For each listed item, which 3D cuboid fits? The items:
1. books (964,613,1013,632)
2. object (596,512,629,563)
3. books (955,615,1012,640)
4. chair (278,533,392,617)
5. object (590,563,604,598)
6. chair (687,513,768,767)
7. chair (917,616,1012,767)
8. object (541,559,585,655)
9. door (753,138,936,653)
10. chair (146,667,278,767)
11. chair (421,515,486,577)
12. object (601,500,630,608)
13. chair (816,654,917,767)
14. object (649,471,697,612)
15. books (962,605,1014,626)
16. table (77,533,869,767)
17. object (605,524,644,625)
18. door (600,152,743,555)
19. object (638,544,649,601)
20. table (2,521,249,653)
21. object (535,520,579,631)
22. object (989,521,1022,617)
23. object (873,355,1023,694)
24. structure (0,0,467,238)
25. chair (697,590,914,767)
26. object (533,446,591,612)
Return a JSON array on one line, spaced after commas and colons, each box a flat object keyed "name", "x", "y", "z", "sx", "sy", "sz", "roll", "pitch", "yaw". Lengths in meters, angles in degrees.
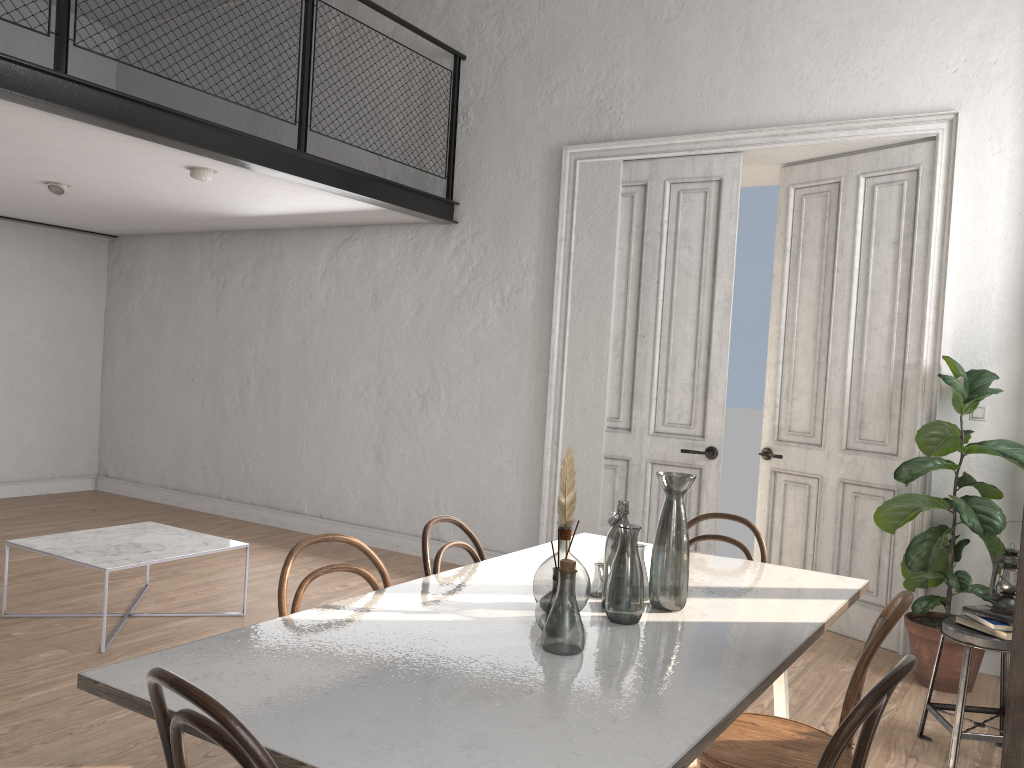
[{"name": "books", "x": 1.904, "y": 0.926, "z": 3.463, "sx": 0.162, "sy": 0.029, "sz": 0.232, "roll": 4, "pitch": 1, "yaw": 3}, {"name": "object", "x": 0.333, "y": 0.516, "z": 2.791, "sx": 0.132, "sy": 0.219, "sz": 0.132, "roll": 4, "pitch": 2, "yaw": 21}, {"name": "books", "x": 1.906, "y": 0.951, "z": 3.476, "sx": 0.194, "sy": 0.034, "sz": 0.246, "roll": 3, "pitch": 1, "yaw": -18}, {"name": "chair", "x": -0.376, "y": 0.911, "z": 2.426, "sx": 0.549, "sy": 0.921, "sz": 0.438, "roll": 5, "pitch": 2, "yaw": 43}, {"name": "object", "x": 0.258, "y": 0.578, "z": 2.615, "sx": 0.058, "sy": 0.094, "sz": 0.058, "roll": 3, "pitch": 2, "yaw": -30}, {"name": "chair", "x": 0.658, "y": 0.958, "z": 3.254, "sx": 0.437, "sy": 0.921, "sz": 0.549, "roll": 5, "pitch": 2, "yaw": 40}, {"name": "chair", "x": 1.870, "y": 1.224, "z": 3.515, "sx": 0.360, "sy": 0.523, "sz": 0.364, "roll": 4, "pitch": 1, "yaw": 5}, {"name": "object", "x": 0.126, "y": 0.520, "z": 2.087, "sx": 0.101, "sy": 0.212, "sz": 0.101, "roll": 3, "pitch": 2, "yaw": -19}, {"name": "door", "x": 1.928, "y": 0.045, "z": 5.233, "sx": 0.216, "sy": 2.815, "sz": 1.096, "roll": 2, "pitch": 2, "yaw": -34}, {"name": "chair", "x": -0.385, "y": 0.927, "z": 1.609, "sx": 0.437, "sy": 0.921, "sz": 0.549, "roll": 5, "pitch": 2, "yaw": 44}, {"name": "chair", "x": -0.038, "y": 0.923, "z": 2.905, "sx": 0.549, "sy": 0.921, "sz": 0.438, "roll": 4, "pitch": 2, "yaw": 27}, {"name": "object", "x": 0.304, "y": 0.478, "z": 2.495, "sx": 0.086, "sy": 0.301, "sz": 0.086, "roll": 4, "pitch": 2, "yaw": 17}, {"name": "chair", "x": 0.522, "y": 0.976, "z": 1.877, "sx": 0.549, "sy": 0.921, "sz": 0.438, "roll": 5, "pitch": 2, "yaw": 39}, {"name": "object", "x": 0.453, "y": 0.446, "z": 2.519, "sx": 0.116, "sy": 0.383, "sz": 0.116, "roll": 5, "pitch": 2, "yaw": 43}, {"name": "books", "x": 1.905, "y": 0.903, "z": 3.461, "sx": 0.147, "sy": 0.027, "sz": 0.221, "roll": 3, "pitch": 1, "yaw": -26}, {"name": "table", "x": 0.161, "y": 1.013, "z": 2.414, "sx": 1.100, "sy": 0.780, "sz": 2.200, "roll": 4, "pitch": 1, "yaw": 32}, {"name": "object", "x": 0.304, "y": 0.505, "z": 2.361, "sx": 0.100, "sy": 0.255, "sz": 0.098, "roll": 4, "pitch": 2, "yaw": 8}, {"name": "door", "x": 0.854, "y": -0.029, "z": 5.701, "sx": 1.096, "sy": 2.815, "sz": 0.216, "roll": 4, "pitch": 2, "yaw": 33}, {"name": "object", "x": 0.372, "y": 0.553, "z": 2.617, "sx": 0.083, "sy": 0.158, "sz": 0.083, "roll": 4, "pitch": 2, "yaw": 27}, {"name": "table", "x": -2.020, "y": 1.029, "z": 4.681, "sx": 0.849, "sy": 0.392, "sz": 0.849, "roll": 4, "pitch": 1, "yaw": 32}, {"name": "object", "x": 0.116, "y": 0.482, "z": 2.212, "sx": 0.106, "sy": 0.283, "sz": 0.107, "roll": 4, "pitch": 2, "yaw": 27}, {"name": "object", "x": 1.936, "y": 0.702, "z": 3.431, "sx": 0.154, "sy": 0.383, "sz": 0.163, "roll": 4, "pitch": 2, "yaw": 5}, {"name": "object", "x": 0.653, "y": 0.512, "z": 2.332, "sx": 0.791, "sy": 1.843, "sz": 5.828, "roll": 5, "pitch": 2, "yaw": 37}, {"name": "structure", "x": -3.671, "y": -1.937, "z": 4.964, "sx": 4.156, "sy": 1.213, "sz": 5.927, "roll": 4, "pitch": 1, "yaw": 32}, {"name": "chair", "x": 0.756, "y": 0.980, "z": 2.406, "sx": 0.549, "sy": 0.921, "sz": 0.438, "roll": 4, "pitch": 2, "yaw": 30}, {"name": "object", "x": 0.143, "y": 0.399, "z": 2.394, "sx": 0.157, "sy": 0.446, "sz": 0.157, "roll": 2, "pitch": 2, "yaw": -40}]
